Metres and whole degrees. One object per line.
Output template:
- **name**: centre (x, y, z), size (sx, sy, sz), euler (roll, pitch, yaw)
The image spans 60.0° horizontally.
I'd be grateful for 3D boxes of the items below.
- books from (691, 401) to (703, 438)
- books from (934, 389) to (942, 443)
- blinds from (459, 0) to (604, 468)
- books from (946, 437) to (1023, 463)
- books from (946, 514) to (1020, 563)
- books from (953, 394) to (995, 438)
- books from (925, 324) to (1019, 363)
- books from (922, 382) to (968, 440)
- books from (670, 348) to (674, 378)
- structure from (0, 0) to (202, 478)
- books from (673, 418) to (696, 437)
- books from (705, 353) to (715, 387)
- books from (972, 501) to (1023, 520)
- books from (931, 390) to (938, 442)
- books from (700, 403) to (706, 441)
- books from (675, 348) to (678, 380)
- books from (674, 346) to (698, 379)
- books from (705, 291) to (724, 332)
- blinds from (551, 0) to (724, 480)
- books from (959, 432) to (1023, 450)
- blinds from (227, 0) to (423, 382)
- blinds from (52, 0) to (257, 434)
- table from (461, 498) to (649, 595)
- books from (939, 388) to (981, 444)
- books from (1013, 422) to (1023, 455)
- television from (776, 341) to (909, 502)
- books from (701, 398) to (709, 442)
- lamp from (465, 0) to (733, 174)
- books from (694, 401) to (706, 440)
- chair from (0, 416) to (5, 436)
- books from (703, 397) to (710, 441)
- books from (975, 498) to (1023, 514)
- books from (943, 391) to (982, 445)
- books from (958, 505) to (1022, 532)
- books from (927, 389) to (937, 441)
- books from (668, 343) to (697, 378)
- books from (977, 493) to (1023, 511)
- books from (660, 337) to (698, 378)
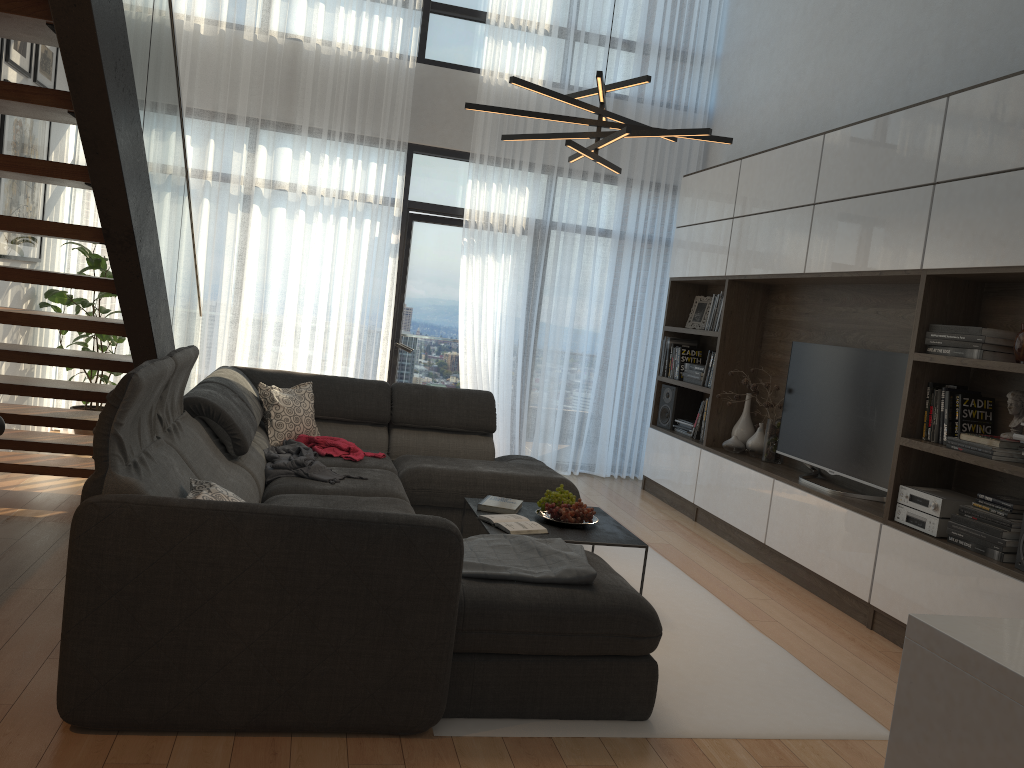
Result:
- **books**: centre (1.448, 0.267, 6.437), size (0.232, 0.284, 0.142), euler (6, 5, -13)
- **books**: centre (1.999, 0.153, 4.021), size (0.169, 0.242, 0.050), euler (6, 5, -13)
- **blinds**: centre (0.200, -2.078, 6.919), size (0.858, 5.579, 0.589), euler (4, 6, -36)
- **books**: centre (2.024, 0.278, 3.721), size (0.250, 0.047, 0.310), euler (6, 5, -8)
- **books**: centre (2.013, 0.640, 3.676), size (0.248, 0.123, 0.307), euler (5, 5, -18)
- **books**: centre (2.052, 0.170, 3.939), size (0.179, 0.233, 0.077), euler (6, 5, -13)
- **books**: centre (2.062, -0.176, 3.925), size (0.277, 0.137, 0.343), euler (5, 5, -18)
- **books**: centre (2.001, 0.134, 4.100), size (0.202, 0.268, 0.053), euler (6, 5, -13)
- **books**: centre (1.319, -0.152, 6.830), size (0.189, 0.240, 0.053), euler (6, 5, -13)
- **structure**: centre (-1.744, -0.621, 2.273), size (1.289, 3.460, 5.660), euler (6, 5, -13)
- **books**: centre (1.350, 0.331, 6.656), size (0.204, 0.099, 0.325), euler (6, 5, -13)
- **books**: centre (1.458, -0.088, 6.188), size (0.179, 0.243, 0.071), euler (6, 5, -14)
- **books**: centre (2.051, 0.528, 3.680), size (0.161, 0.023, 0.213), euler (6, 5, -10)
- **books**: centre (2.001, 0.155, 4.044), size (0.170, 0.236, 0.049), euler (6, 5, -12)
- **books**: centre (1.458, 0.272, 6.319), size (0.213, 0.301, 0.028), euler (6, 5, -13)
- **books**: centre (1.331, -0.145, 6.726), size (0.177, 0.242, 0.066), euler (6, 5, -13)
- **books**: centre (1.333, -0.153, 6.756), size (0.193, 0.255, 0.066), euler (6, 5, -13)
- **books**: centre (1.562, -0.515, 6.377), size (0.185, 0.299, 0.367), euler (6, 5, -13)
- **blinds**: centre (1.044, -1.996, 7.196), size (1.163, 5.581, 0.218), euler (6, 5, -15)
- **books**: centre (2.058, 0.243, 3.716), size (0.266, 0.030, 0.209), euler (5, 5, -20)
- **blinds**: centre (-1.390, -2.247, 6.634), size (1.374, 5.581, 0.218), euler (6, 5, -15)
- **blinds**: centre (-2.435, -2.352, 6.367), size (1.223, 5.581, 0.218), euler (6, 5, -15)
- **table**: centre (0.160, 0.790, 4.124), size (0.700, 0.323, 0.700), euler (6, 5, -13)
- **books**: centre (2.016, 0.152, 3.995), size (0.193, 0.255, 0.066), euler (6, 5, -13)
- **books**: centre (2.138, 0.255, 3.375), size (0.224, 0.176, 0.374), euler (6, 5, -13)
- **television**: centre (1.821, 0.188, 4.879), size (0.229, 0.779, 1.220), euler (6, 5, -13)
- **books**: centre (1.471, 0.267, 6.289), size (0.237, 0.314, 0.034), euler (6, 5, -13)
- **lamp**: centre (0.588, -2.797, 3.801), size (1.200, 3.645, 0.831), euler (7, 5, -3)
- **books**: centre (1.442, 0.268, 6.382), size (0.210, 0.289, 0.100), euler (6, 5, -14)
- **chair**: centre (-1.303, 0.510, 1.442), size (0.700, 0.991, 0.651), euler (9, 5, 21)
- **books**: centre (1.482, 0.265, 6.257), size (0.237, 0.326, 0.026), euler (6, 5, -13)
- **books**: centre (2.056, 0.509, 3.680), size (0.142, 0.015, 0.198), euler (6, 5, -15)
- **books**: centre (2.015, 0.160, 3.965), size (0.177, 0.242, 0.066), euler (6, 5, -13)
- **books**: centre (2.041, 0.560, 3.679), size (0.224, 0.042, 0.277), euler (5, 5, -17)
- **books**: centre (2.002, 0.152, 4.069), size (0.189, 0.240, 0.053), euler (6, 5, -13)
- **books**: centre (1.318, -0.170, 6.861), size (0.202, 0.268, 0.053), euler (6, 5, -13)
- **books**: centre (2.073, 0.492, 3.679), size (0.161, 0.023, 0.213), euler (6, 5, -10)
- **books**: centre (1.306, -0.201, 6.947), size (0.259, 0.321, 0.128), euler (6, 5, -13)
